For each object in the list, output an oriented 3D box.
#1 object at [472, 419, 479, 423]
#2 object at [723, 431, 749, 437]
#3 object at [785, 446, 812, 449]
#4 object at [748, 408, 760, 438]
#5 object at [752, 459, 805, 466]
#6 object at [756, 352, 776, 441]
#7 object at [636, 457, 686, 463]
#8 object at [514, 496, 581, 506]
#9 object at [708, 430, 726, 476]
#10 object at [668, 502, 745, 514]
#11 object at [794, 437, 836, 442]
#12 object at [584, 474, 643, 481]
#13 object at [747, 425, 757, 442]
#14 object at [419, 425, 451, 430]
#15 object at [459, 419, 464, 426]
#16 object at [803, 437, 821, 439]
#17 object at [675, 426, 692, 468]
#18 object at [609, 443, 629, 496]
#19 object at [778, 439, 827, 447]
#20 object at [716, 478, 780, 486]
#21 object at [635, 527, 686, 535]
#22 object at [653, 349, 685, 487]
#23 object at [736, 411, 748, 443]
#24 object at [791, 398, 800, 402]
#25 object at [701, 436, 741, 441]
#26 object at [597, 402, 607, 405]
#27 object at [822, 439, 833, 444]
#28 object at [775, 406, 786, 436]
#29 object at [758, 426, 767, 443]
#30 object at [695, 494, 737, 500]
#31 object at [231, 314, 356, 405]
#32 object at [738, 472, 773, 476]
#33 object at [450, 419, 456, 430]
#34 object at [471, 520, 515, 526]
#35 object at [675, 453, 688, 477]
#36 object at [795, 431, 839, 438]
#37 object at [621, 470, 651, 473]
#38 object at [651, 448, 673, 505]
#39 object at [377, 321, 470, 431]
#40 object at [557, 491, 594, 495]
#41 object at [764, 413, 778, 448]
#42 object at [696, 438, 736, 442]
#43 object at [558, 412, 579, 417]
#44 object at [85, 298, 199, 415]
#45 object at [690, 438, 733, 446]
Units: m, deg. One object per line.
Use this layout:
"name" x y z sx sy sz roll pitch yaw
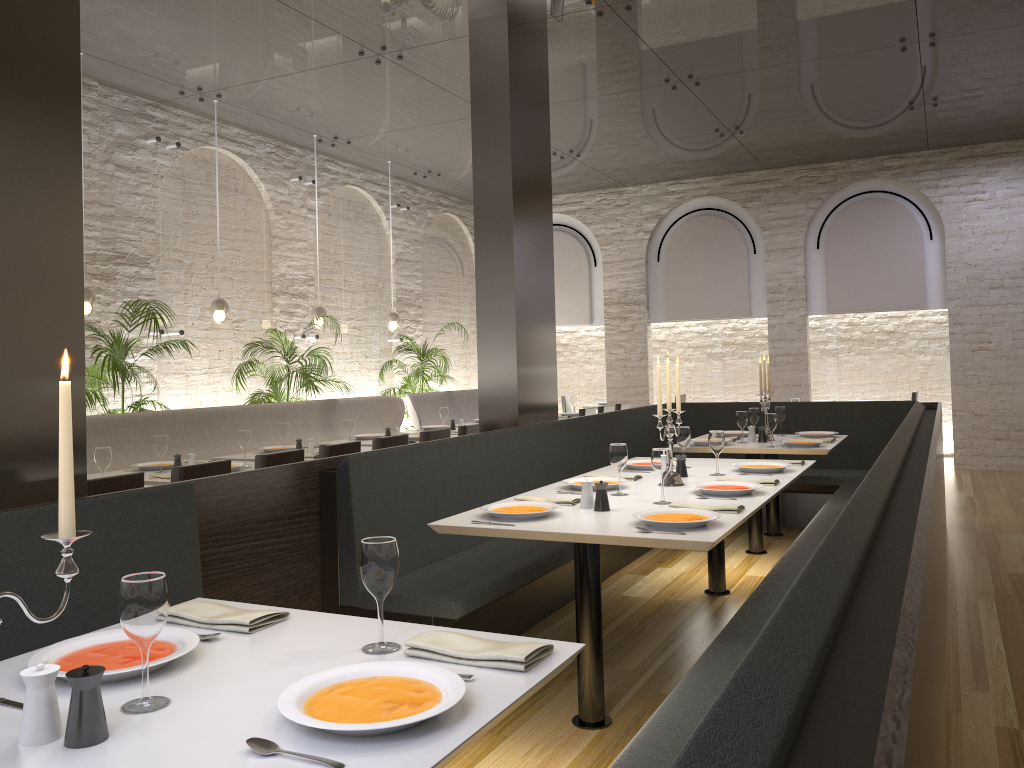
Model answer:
"object" -0.281 0.408 9.815 0.322 0.036 0.321 -2 1 -27
"object" 1.756 0.400 7.039 0.321 0.036 0.321 -1 1 22
"object" 1.913 0.423 5.927 0.181 0.015 0.038 -1 1 28
"object" 1.874 0.301 6.851 0.086 0.231 0.086 -1 -1 -28
"object" 1.519 0.448 5.054 0.272 0.033 0.142 -1 1 26
"object" 1.881 0.092 6.576 0.131 0.657 0.390 -3 -1 37
"object" 0.902 0.459 5.357 0.272 0.033 0.142 -1 1 26
"object" 0.161 0.505 3.846 0.272 0.033 0.142 -1 1 26
"object" 1.072 0.361 4.632 0.086 0.231 0.086 -2 -1 38
"object" 0.779 0.494 3.543 0.272 0.033 0.142 -1 1 26
"object" 2.210 0.405 6.464 0.272 0.033 0.142 -1 1 26
"object" 0.523 0.483 4.585 0.272 0.033 0.142 -1 1 26
"object" 1.762 0.367 6.511 0.069 0.127 0.069 -1 -1 -22
"object" -0.766 0.438 8.825 0.322 0.036 0.321 -2 1 -27
"object" -0.495 0.394 8.667 0.059 0.109 0.059 -1 -1 -28
"object" 2.242 0.403 6.598 0.181 0.015 0.038 -1 1 28
"object" 0.968 0.357 5.003 0.086 0.231 0.086 -2 -1 38
"object" 0.484 0.387 4.016 0.086 0.231 0.086 -2 -1 26
"object" 1.996 0.410 6.089 0.321 0.036 0.321 -2 1 2
"object" 1.141 0.471 4.283 0.272 0.033 0.142 -1 1 26
"object" 0.514 0.510 3.073 0.181 0.015 0.038 -1 1 28
"object" 0.765 0.161 4.301 0.131 0.657 0.390 -3 -1 37
"object" 1.674 0.314 6.443 0.086 0.231 0.086 -1 -1 -28
"object" 2.684 0.253 8.374 0.086 0.231 0.086 -1 -1 -34
"object" 1.596 0.416 6.773 0.272 0.033 0.142 -1 1 26
"object" 1.424 0.300 13.447 0.321 0.036 0.321 -2 1 -29
"object" 2.142 0.409 6.326 0.272 0.033 0.142 -1 1 26
"object" 2.106 0.293 6.946 0.086 0.231 0.086 -1 -1 -4
"object" 1.823 0.366 6.454 0.069 0.127 0.069 -1 -1 -22
"object" 0.876 0.487 3.812 0.181 0.015 0.038 -1 1 28
"object" -2.191 0.277 8.768 1.145 1.977 1.187 -1 -1 -23
"object" 1.255 0.464 4.584 0.181 0.015 0.038 -1 1 28
"object" -0.578 0.396 8.657 0.059 0.109 0.059 -1 -1 -28
"object" -0.070 0.523 3.333 0.185 0.010 0.017 -1 1 26
"object" 0.879 0.424 4.602 0.068 0.127 0.069 -2 -1 20
"object" 2.324 0.390 6.759 0.321 0.036 0.321 -2 1 -16
"object" 0.671 0.478 4.844 0.185 0.010 0.017 -1 1 26
"object" 0.633 0.388 3.737 0.086 0.231 0.086 -1 -1 -22
"object" -1.093 0.209 10.973 1.145 1.977 1.187 -2 -1 7
"object" 0.293 0.501 4.073 0.185 0.010 0.017 -1 1 26
"object" 1.777 0.317 6.072 0.086 0.231 0.086 -1 -1 -28
"object" 1.528 0.421 6.634 0.272 0.033 0.142 -1 1 26
"object" 0.703 0.368 10.601 0.322 0.036 0.321 -2 1 -27
"object" -3.074 0.331 6.961 1.188 1.977 1.144 -1 -1 -33
"object" 1.427 0.421 6.369 0.321 0.036 0.321 -2 1 2
